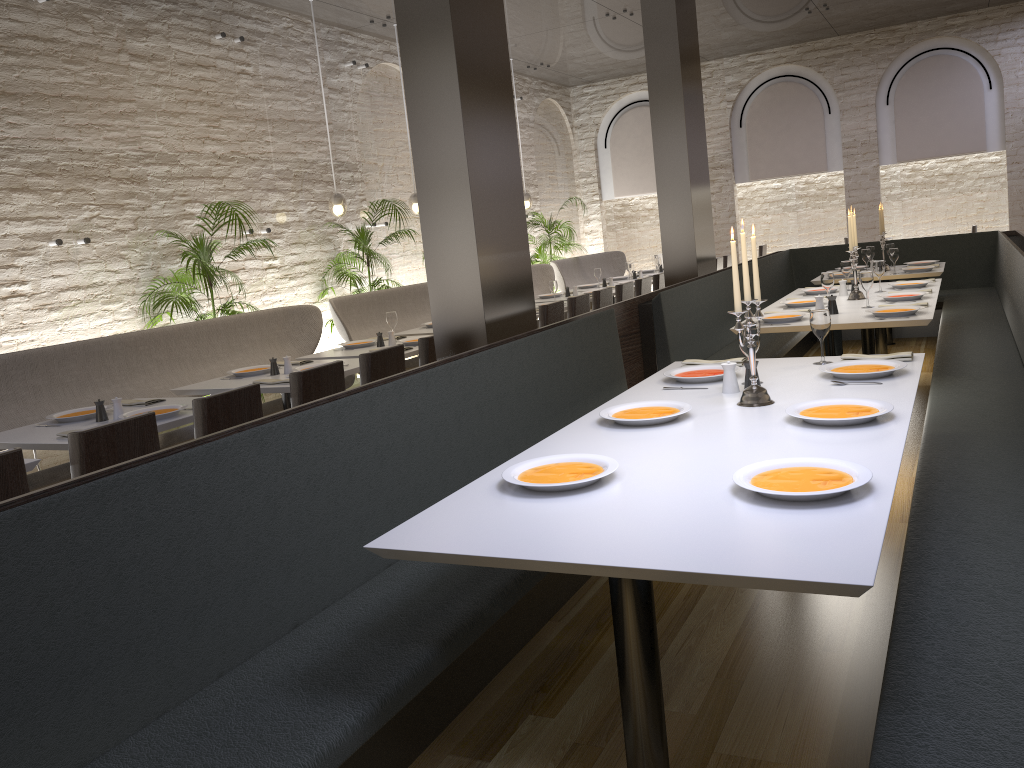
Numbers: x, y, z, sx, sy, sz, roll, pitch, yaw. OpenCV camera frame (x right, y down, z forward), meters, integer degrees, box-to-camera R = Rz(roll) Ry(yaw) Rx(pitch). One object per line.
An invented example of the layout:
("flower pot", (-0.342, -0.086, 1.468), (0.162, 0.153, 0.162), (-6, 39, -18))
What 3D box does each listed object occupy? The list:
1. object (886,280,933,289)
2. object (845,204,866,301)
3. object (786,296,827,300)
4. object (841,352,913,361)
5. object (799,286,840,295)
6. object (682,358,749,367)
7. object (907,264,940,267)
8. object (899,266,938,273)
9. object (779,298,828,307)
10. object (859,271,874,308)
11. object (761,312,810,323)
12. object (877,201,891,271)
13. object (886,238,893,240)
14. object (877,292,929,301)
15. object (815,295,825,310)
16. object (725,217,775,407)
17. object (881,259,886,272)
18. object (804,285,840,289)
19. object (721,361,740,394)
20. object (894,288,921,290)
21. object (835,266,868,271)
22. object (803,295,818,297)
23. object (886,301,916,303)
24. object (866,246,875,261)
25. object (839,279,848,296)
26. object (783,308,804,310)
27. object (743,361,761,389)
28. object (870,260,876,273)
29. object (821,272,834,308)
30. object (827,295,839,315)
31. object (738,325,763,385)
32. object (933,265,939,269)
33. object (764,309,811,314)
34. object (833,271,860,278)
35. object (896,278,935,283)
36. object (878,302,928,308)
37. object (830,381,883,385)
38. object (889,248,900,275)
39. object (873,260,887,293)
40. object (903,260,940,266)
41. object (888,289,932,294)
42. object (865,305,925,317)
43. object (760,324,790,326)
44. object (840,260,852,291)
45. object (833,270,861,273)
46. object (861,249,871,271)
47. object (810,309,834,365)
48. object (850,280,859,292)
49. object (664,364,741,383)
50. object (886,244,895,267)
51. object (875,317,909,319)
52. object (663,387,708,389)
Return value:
("object", (2.970, -0.738, 6.618), (0.321, 0.036, 0.323), (-2, 10, 23))
("object", (2.368, -0.913, 6.139), (0.131, 0.653, 0.392), (-1, 9, 38))
("object", (2.157, -0.620, 6.474), (0.272, 0.033, 0.143), (-1, 10, 27))
("object", (1.540, -0.116, 3.738), (0.272, 0.033, 0.143), (-1, 10, 27))
("object", (2.407, -0.724, 6.910), (0.321, 0.036, 0.323), (-2, 10, 23))
("object", (0.929, -0.101, 4.053), (0.272, 0.033, 0.143), (-1, 10, 27))
("object", (3.853, -1.099, 8.300), (0.272, 0.033, 0.143), (-1, 10, 27))
("object", (3.636, -1.023, 7.931), (0.321, 0.036, 0.323), (-6, 9, 3))
("object", (2.027, -0.562, 6.160), (0.323, 0.036, 0.322), (-15, 12, -42))
("object", (2.248, -0.597, 5.613), (0.086, 0.230, 0.087), (-9, 8, -20))
("object", (1.658, -0.404, 5.431), (0.321, 0.036, 0.324), (-2, 10, 25))
("object", (3.501, -1.397, 8.373), (0.131, 0.653, 0.392), (-1, 9, 38))
("object", (4.335, -1.562, 10.170), (0.086, 0.230, 0.086), (-11, 8, -32))
("object", (2.590, -0.575, 5.868), (0.323, 0.036, 0.322), (-15, 12, -42))
("object", (1.933, -0.498, 5.565), (0.069, 0.126, 0.069), (-12, 10, -39))
("object", (0.829, -0.254, 3.103), (0.131, 0.653, 0.392), (-1, 9, 38))
("object", (3.464, -1.106, 8.292), (0.069, 0.126, 0.069), (-9, 8, -20))
("object", (2.541, -0.784, 7.231), (0.272, 0.033, 0.143), (-1, 10, 27))
("object", (0.832, -0.026, 3.386), (0.068, 0.126, 0.069), (-3, 8, 21))
("object", (2.884, -0.695, 6.455), (0.181, 0.015, 0.038), (-1, 10, 29))
("object", (3.407, -1.152, 8.881), (0.321, 0.036, 0.323), (-2, 10, 23))
("object", (2.306, -0.674, 6.728), (0.185, 0.010, 0.017), (-1, 10, 27))
("object", (2.500, -0.530, 5.698), (0.181, 0.015, 0.038), (-1, 10, 29))
("object", (3.514, -1.231, 8.676), (0.087, 0.230, 0.086), (-10, 8, -26))
("object", (2.435, -0.706, 6.515), (0.068, 0.126, 0.069), (-3, 8, 21))
("object", (1.922, -0.509, 5.971), (0.185, 0.010, 0.017), (-1, 10, 27))
("object", (0.912, -0.032, 3.371), (0.068, 0.126, 0.069), (-3, 8, 21))
("object", (3.404, -1.109, 8.350), (0.069, 0.126, 0.069), (-9, 8, -20))
("object", (2.103, -0.627, 5.894), (0.086, 0.230, 0.087), (-2, 8, 27))
("object", (1.984, -0.490, 5.484), (0.069, 0.126, 0.069), (-11, 9, -31))
("object", (0.943, -0.115, 3.509), (0.086, 0.230, 0.087), (0, 9, 39))
("object", (3.784, -1.070, 8.164), (0.272, 0.033, 0.143), (-1, 10, 27))
("object", (1.789, -0.462, 5.748), (0.272, 0.033, 0.143), (-1, 10, 27))
("object", (3.073, -1.009, 8.223), (0.321, 0.036, 0.323), (-6, 9, 3))
("object", (3.152, -0.799, 6.916), (0.272, 0.033, 0.143), (-1, 10, 27))
("object", (2.400, -0.477, 5.433), (0.272, 0.033, 0.143), (-1, 10, 27))
("object", (1.273, -0.005, 3.278), (0.181, 0.015, 0.038), (-1, 10, 29))
("object", (3.410, -1.095, 7.905), (0.087, 0.230, 0.086), (-10, 8, -26))
("object", (2.694, -0.788, 6.492), (0.086, 0.230, 0.087), (0, 9, 39))
("object", (3.969, -1.166, 8.589), (0.322, 0.036, 0.323), (-8, 9, -14))
("object", (2.768, -0.635, 6.159), (0.272, 0.033, 0.143), (-1, 10, 27))
("object", (2.220, -0.417, 5.139), (0.321, 0.036, 0.323), (-6, 9, 3))
("object", (1.555, -0.352, 5.245), (0.185, 0.010, 0.017), (-1, 10, 27))
("object", (2.595, -0.838, 6.863), (0.086, 0.230, 0.087), (0, 9, 39))
("object", (3.245, -1.085, 8.621), (0.272, 0.033, 0.143), (-1, 10, 27))
("object", (3.311, -1.144, 8.276), (0.087, 0.230, 0.086), (-10, 8, -26))
("object", (1.322, -0.201, 3.787), (0.086, 0.230, 0.087), (0, 9, 39))
("object", (2.506, -0.708, 6.475), (0.068, 0.126, 0.069), (-3, 8, 21))
("object", (0.804, -0.039, 3.748), (0.323, 0.036, 0.322), (-15, 12, -42))
("object", (3.746, -1.271, 8.765), (0.086, 0.230, 0.086), (-7, 7, -2))
("object", (2.132, -0.373, 4.972), (0.181, 0.015, 0.038), (-1, 10, 29))
("object", (0.696, 0.016, 3.551), (0.185, 0.010, 0.017), (-1, 10, 27))
